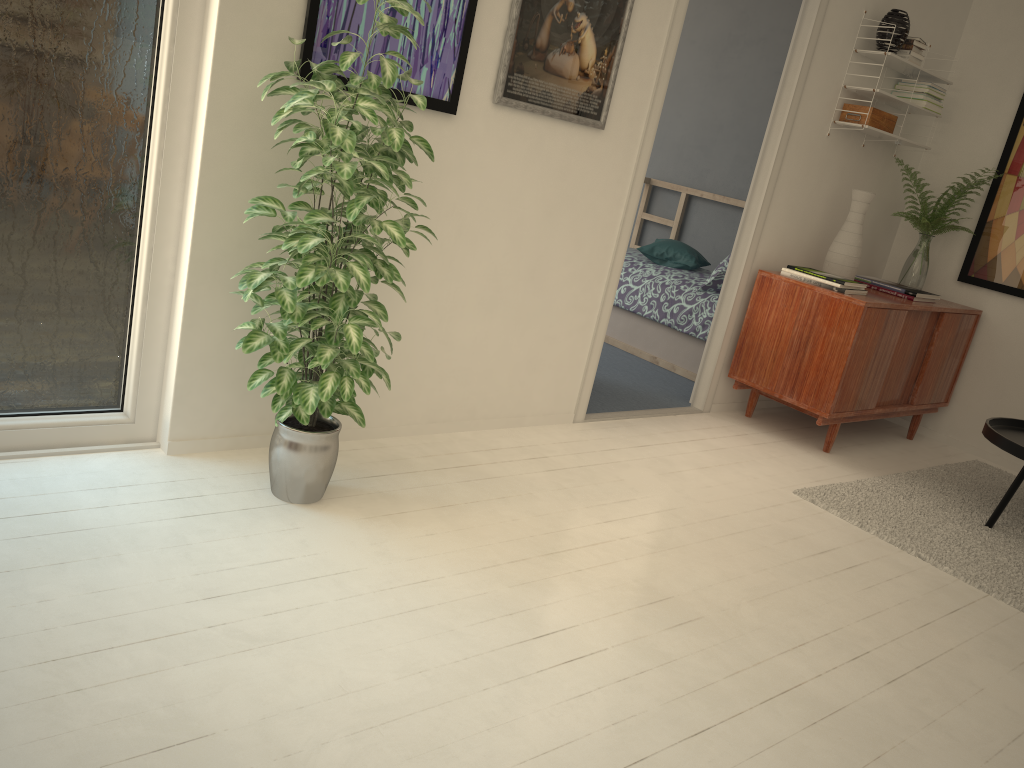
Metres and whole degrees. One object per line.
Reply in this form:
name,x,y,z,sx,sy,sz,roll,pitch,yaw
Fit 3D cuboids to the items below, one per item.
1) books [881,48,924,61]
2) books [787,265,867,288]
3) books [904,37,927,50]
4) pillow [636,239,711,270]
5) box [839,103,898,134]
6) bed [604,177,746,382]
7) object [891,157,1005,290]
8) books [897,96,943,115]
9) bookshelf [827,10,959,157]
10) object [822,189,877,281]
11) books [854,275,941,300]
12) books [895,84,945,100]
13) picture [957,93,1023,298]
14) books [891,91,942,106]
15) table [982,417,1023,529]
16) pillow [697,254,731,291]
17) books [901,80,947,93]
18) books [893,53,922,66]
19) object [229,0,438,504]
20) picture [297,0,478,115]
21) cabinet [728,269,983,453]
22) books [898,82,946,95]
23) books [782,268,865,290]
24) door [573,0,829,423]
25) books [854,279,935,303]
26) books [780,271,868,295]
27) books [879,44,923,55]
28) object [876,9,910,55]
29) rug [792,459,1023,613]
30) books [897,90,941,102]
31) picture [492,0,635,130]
books,1.830,-1.546,4.159,0.131,0.019,0.158,-1,21,-40
books,1.432,-0.490,4.036,0.192,0.015,0.311,0,20,-39
books,1.833,-1.593,4.136,0.178,0.036,0.145,25,20,38
pillow,0.993,-0.792,5.401,0.378,0.153,0.415,19,17,22
box,1.683,-1.252,4.190,0.266,0.084,0.153,-2,21,-42
bed,1.036,-0.686,5.432,0.934,0.972,1.659,-2,21,-42
object,2.173,-0.800,4.573,0.398,0.684,0.477,-1,20,-40
books,2.015,-1.387,4.414,0.190,0.037,0.179,-2,21,-42
bookshelf,1.854,-1.409,4.262,0.695,0.563,0.184,-2,21,-42
object,1.615,-0.700,4.240,0.158,0.445,0.161,12,15,-4
books,1.911,-0.487,4.436,0.255,0.020,0.369,-1,21,-39
books,2.021,-1.446,4.395,0.190,0.023,0.174,-2,22,-42
picture,2.718,-0.944,4.262,0.018,1.132,0.780,-2,21,-42
books,2.011,-1.416,4.405,0.197,0.021,0.168,-1,21,-39
table,2.204,0.451,3.483,0.760,0.385,0.762,4,18,-27
pillow,1.263,-0.641,4.918,0.437,0.337,0.237,-3,22,-44
books,2.037,-1.472,4.384,0.195,0.016,0.147,-3,22,-44
books,1.818,-1.526,4.170,0.147,0.028,0.160,-4,22,-45
object,-0.475,-0.365,2.342,0.514,1.421,0.570,12,15,-1
picture,-0.279,-1.310,2.482,0.546,0.997,0.018,-2,21,-42
cabinet,1.712,-0.114,4.443,1.262,0.726,0.547,-2,21,-42
books,2.031,-1.461,4.393,0.197,0.013,0.153,-1,21,-39
books,1.422,-0.480,4.048,0.240,0.015,0.296,-2,22,-42
door,0.545,-0.954,4.045,0.955,2.029,0.883,-2,21,-42
books,1.894,-0.472,4.447,0.259,0.022,0.371,-2,21,-42
books,1.424,-0.461,4.047,0.237,0.020,0.320,-4,23,-45
books,1.823,-1.569,4.156,0.155,0.024,0.136,25,20,37
object,1.729,-1.596,4.027,0.139,0.200,0.139,13,16,0
rug,2.128,0.629,3.510,1.661,0.012,1.306,-1,21,-40
books,2.026,-1.431,4.412,0.195,0.012,0.147,-3,22,-44
picture,0.229,-1.325,2.938,0.525,0.867,0.020,-2,21,-42
